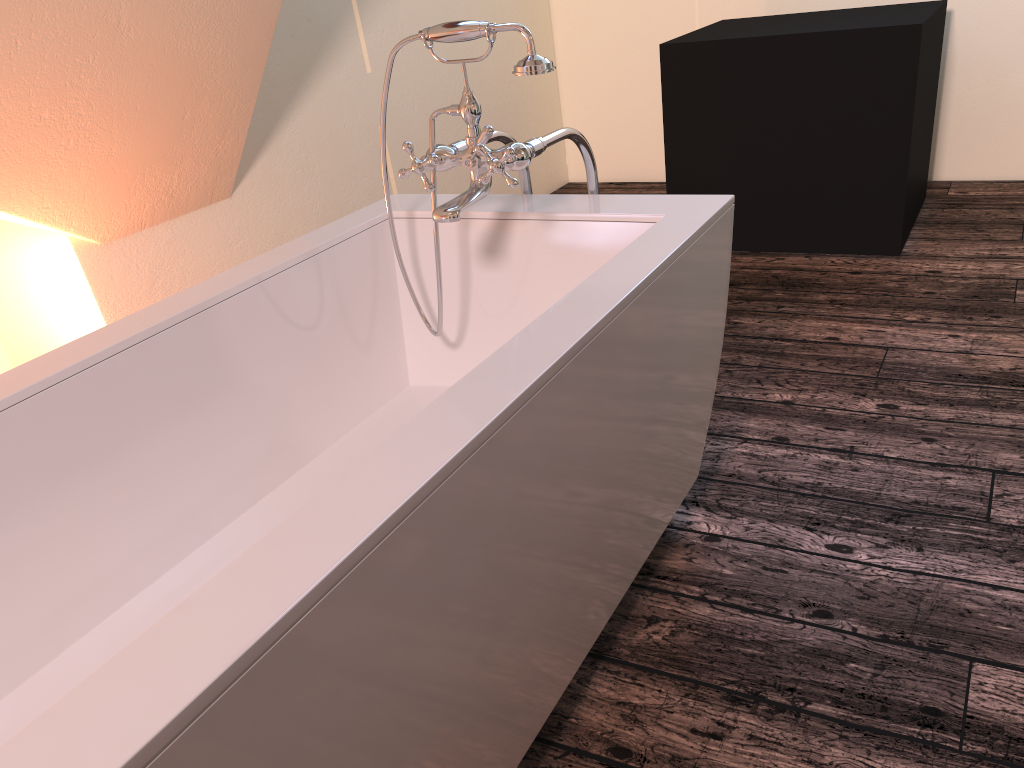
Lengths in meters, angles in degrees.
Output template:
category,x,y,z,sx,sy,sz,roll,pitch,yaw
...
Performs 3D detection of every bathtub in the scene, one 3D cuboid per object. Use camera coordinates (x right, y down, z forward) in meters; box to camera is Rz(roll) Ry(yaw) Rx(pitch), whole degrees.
category,x,y,z,sx,sy,sz,roll,pitch,yaw
bathtub,-0.391,0.369,1.226,0.797,0.705,2.184,8,32,28

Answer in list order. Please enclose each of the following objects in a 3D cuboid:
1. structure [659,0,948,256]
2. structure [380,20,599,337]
category,x,y,z,sx,sy,sz,roll,pitch,yaw
structure,1.151,-1.114,3.495,0.867,0.875,0.789,8,32,28
structure,0.047,-0.231,1.829,0.382,1.139,0.548,18,38,39
